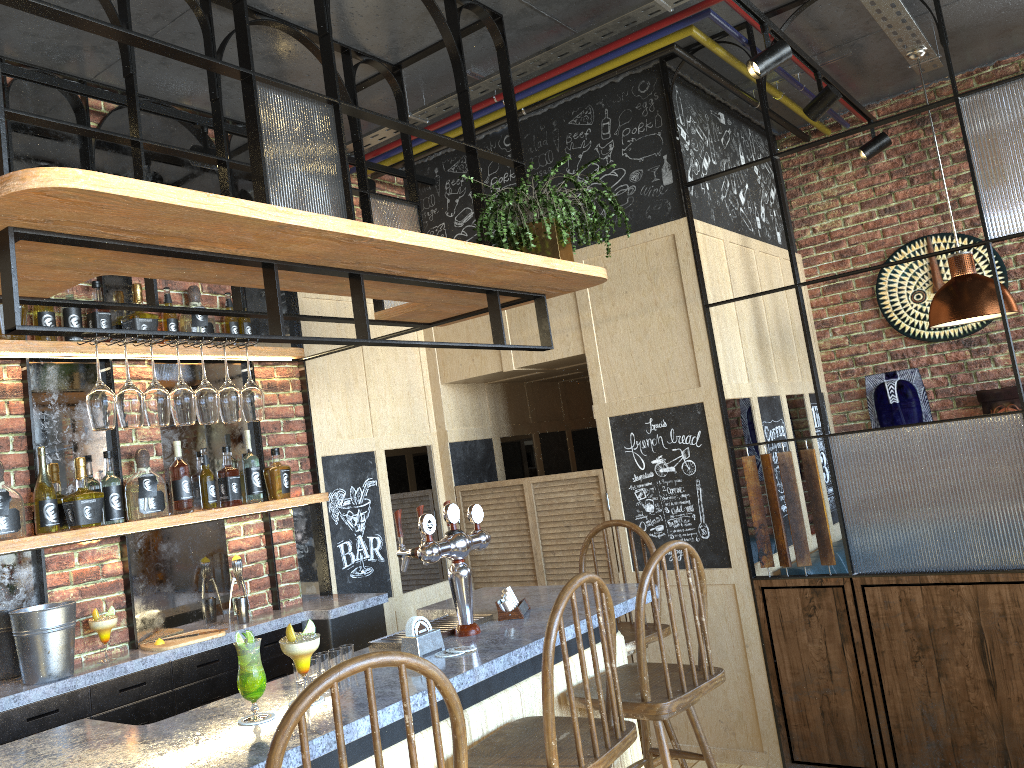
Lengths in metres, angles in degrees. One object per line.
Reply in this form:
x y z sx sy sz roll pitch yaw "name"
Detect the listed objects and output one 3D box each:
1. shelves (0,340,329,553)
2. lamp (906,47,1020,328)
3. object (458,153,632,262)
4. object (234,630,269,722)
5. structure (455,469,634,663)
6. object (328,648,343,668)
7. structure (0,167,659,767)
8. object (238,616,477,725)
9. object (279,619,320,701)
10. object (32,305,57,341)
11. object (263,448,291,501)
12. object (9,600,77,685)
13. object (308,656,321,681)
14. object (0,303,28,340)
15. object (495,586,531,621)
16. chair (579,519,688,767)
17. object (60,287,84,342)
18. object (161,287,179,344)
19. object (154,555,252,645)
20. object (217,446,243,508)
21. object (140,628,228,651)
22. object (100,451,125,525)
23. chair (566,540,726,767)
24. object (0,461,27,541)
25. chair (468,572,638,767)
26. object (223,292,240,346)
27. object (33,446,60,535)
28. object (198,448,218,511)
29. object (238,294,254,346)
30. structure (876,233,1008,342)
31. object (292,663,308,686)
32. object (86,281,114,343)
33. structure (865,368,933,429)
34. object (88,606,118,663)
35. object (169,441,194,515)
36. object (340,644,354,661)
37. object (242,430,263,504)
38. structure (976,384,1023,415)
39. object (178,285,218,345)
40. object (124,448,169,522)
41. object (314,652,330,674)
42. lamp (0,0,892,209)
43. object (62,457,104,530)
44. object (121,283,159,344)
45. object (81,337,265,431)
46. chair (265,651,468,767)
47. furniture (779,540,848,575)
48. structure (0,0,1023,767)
-1.715 0.245 3.622 0.630 0.749 2.022 -12 -7 35 "shelves"
2.064 -0.956 4.206 0.382 1.341 0.353 -12 -8 28 "lamp"
0.129 -0.604 3.293 0.620 0.371 0.485 -9 -6 14 "object"
-0.631 0.699 2.131 0.071 0.212 0.066 -11 -7 19 "object"
-0.402 0.891 2.529 1.290 0.998 4.897 -9 -5 9 "structure"
-0.507 0.797 2.545 0.043 0.059 0.040 -11 -7 26 "object"
-0.801 0.787 2.930 1.814 2.183 2.232 -13 -7 36 "structure"
-0.389 0.741 2.354 0.209 0.106 0.732 -12 -6 35 "object"
-0.532 0.701 2.235 0.102 0.198 0.109 -5 -7 -26 "object"
-1.793 -0.305 3.368 0.083 0.319 0.078 -10 -7 17 "object"
-1.074 0.411 4.036 0.092 0.236 0.138 -11 -7 21 "object"
-1.617 0.897 3.058 0.216 0.247 0.217 -8 -6 -3 "object"
-0.553 0.797 2.467 0.043 0.059 0.040 -11 -7 26 "object"
-1.854 -0.266 3.234 0.093 0.236 0.137 -14 -9 41 "object"
0.002 0.753 3.048 0.092 0.091 0.174 -9 -5 10 "object"
0.407 1.175 3.579 0.393 1.201 0.453 -2 -9 -45 "chair"
-1.732 -0.288 3.459 0.079 0.285 0.072 -14 -8 37 "object"
-1.473 -0.286 3.791 0.069 0.265 0.063 -13 -8 36 "object"
-1.258 0.872 3.594 0.092 0.289 0.468 -13 -7 36 "object"
-1.234 0.403 3.838 0.082 0.264 0.074 -13 -8 37 "object"
-1.291 1.003 3.469 0.302 0.019 0.247 -3 -7 -45 "object"
-1.557 0.402 3.421 0.079 0.285 0.072 -14 -8 37 "object"
0.446 1.102 2.769 0.430 1.201 0.414 -14 -9 40 "chair"
-1.785 0.403 3.062 0.161 0.284 0.128 -3 -8 -40 "object"
0.116 1.109 2.310 0.428 1.201 0.416 -12 -8 30 "chair"
-1.291 -0.290 4.044 0.068 0.265 0.063 -12 -8 30 "object"
-1.703 0.387 3.211 0.083 0.319 0.078 -10 -7 17 "object"
-1.300 0.404 3.751 0.068 0.265 0.064 -11 -7 17 "object"
-1.248 -0.291 4.104 0.068 0.265 0.063 -11 -7 23 "object"
2.439 -0.552 5.031 0.689 0.622 0.075 -12 -8 34 "structure"
-0.581 0.797 2.428 0.043 0.059 0.040 -11 -7 26 "object"
-1.656 -0.282 3.528 0.082 0.264 0.074 -13 -8 37 "object"
2.262 0.203 5.143 0.337 0.562 0.109 -13 -8 36 "structure"
-1.510 0.925 3.266 0.102 0.198 0.109 -5 -7 -26 "object"
-1.380 0.388 3.666 0.082 0.304 0.089 -4 -8 -35 "object"
-0.481 0.796 2.581 0.040 0.059 0.043 -2 -8 -43 "object"
-1.174 0.371 3.966 0.072 0.331 0.078 -4 -8 -30 "object"
2.729 0.340 4.774 0.271 0.658 0.153 -13 -8 36 "structure"
-1.390 -0.299 3.893 0.161 0.284 0.128 -3 -8 -40 "object"
-1.461 0.397 3.517 0.161 0.284 0.128 -3 -8 -40 "object"
-0.540 0.799 2.515 0.043 0.059 0.040 -11 -7 26 "object"
0.966 -1.546 1.772 6.528 0.275 6.897 -11 -6 36 "lamp"
-1.609 0.408 3.302 0.122 0.266 0.111 -13 -8 37 "object"
-1.550 -0.287 3.666 0.122 0.266 0.111 -13 -8 37 "object"
-0.811 -0.002 2.158 0.069 0.209 0.475 -13 -7 35 "object"
-0.284 1.113 1.699 0.416 1.201 0.428 -4 -8 -35 "chair"
2.297 1.157 4.252 1.504 0.826 1.423 -12 -6 36 "furniture"
0.674 -0.106 1.631 6.212 3.340 5.653 -10 -6 20 "structure"
